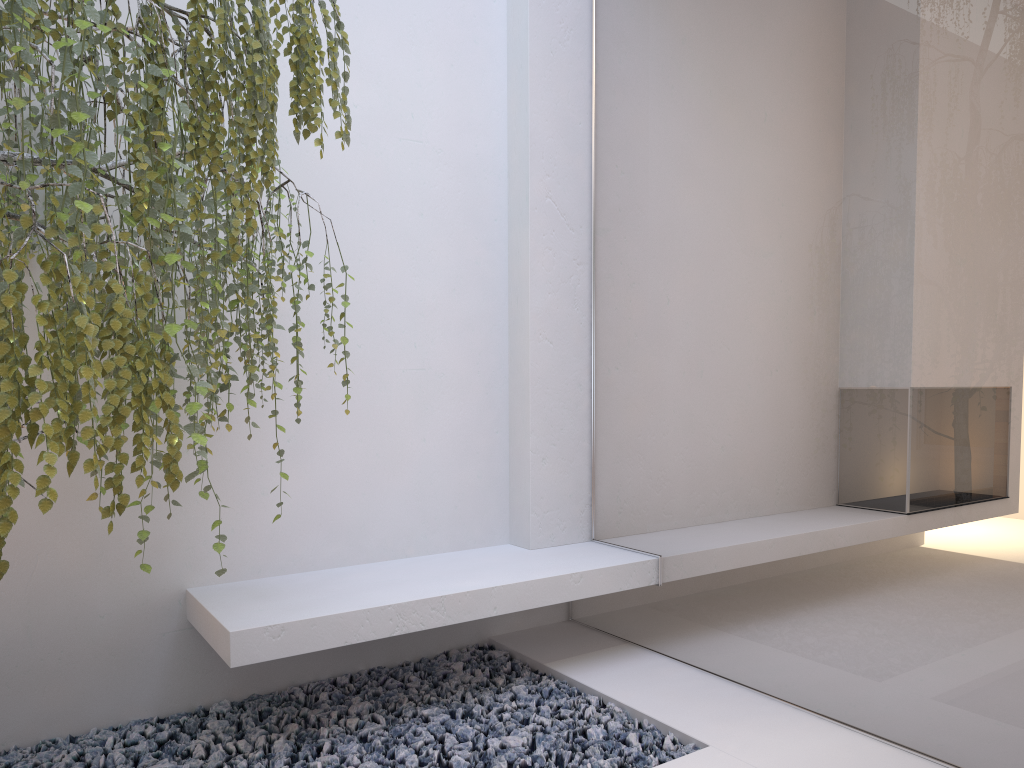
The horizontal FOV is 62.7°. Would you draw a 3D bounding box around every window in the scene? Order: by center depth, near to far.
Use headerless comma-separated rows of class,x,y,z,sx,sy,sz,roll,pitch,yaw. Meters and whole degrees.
window,0.909,-0.546,2.698,0.057,3.269,2.463,-4,3,-32

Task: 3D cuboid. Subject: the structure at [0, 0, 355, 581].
structure,-1.473,-0.877,1.559,2.746,4.008,1.535,-3,3,-38
